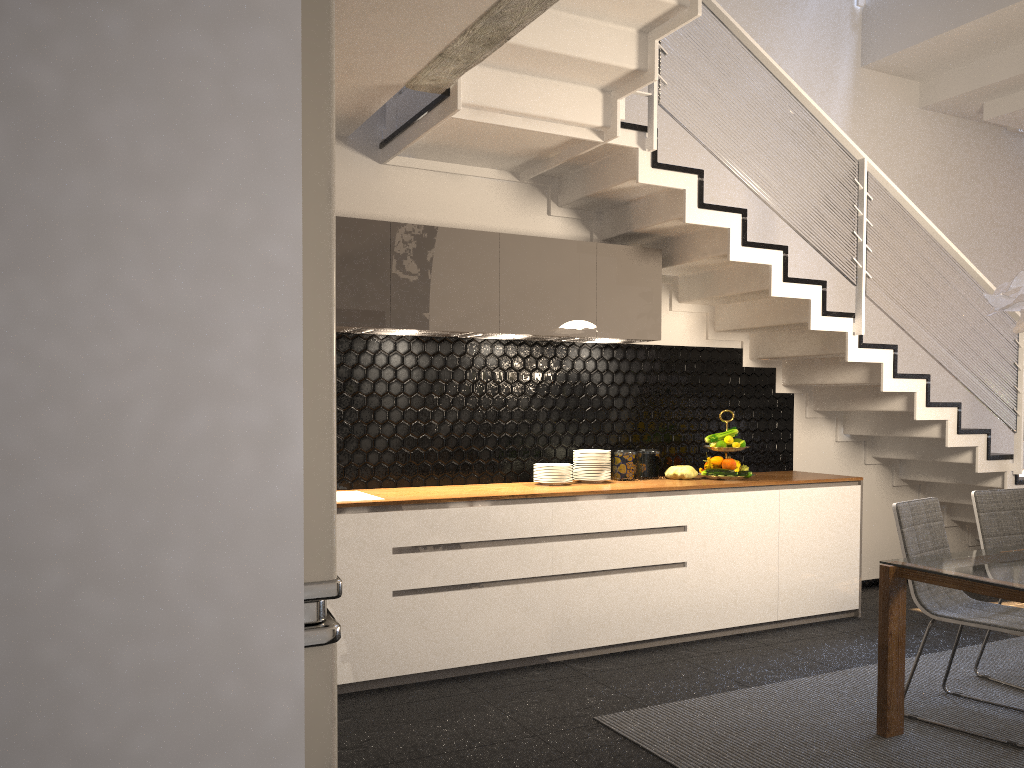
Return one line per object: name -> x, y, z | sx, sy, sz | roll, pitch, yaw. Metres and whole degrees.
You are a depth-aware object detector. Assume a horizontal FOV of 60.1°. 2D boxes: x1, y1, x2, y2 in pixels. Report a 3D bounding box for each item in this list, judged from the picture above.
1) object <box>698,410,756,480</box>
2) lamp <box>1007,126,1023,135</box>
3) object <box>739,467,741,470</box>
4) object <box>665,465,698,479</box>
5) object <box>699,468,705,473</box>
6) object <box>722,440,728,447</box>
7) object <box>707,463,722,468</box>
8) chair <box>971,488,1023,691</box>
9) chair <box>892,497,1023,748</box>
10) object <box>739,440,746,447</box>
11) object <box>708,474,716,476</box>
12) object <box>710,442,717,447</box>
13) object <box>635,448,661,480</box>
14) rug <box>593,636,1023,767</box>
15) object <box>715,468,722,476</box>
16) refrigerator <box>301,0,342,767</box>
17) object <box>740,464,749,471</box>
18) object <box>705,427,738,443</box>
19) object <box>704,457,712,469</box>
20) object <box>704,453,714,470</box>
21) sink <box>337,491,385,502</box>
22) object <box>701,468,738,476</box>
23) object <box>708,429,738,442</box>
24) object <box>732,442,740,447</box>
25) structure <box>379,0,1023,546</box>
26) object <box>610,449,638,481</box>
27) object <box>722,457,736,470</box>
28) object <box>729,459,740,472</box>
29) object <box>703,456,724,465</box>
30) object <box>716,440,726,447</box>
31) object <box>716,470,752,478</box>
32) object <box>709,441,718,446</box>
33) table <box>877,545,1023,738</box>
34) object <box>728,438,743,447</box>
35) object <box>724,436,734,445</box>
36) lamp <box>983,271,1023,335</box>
object -> 1.313, 0.369, 5.424 | 0.352, 0.426, 0.351 | 0, 1, -33
lamp -> 4.262, -2.035, 7.043 | 0.645, 0.066, 0.253 | 1, -1, -27
object -> 1.376, 0.536, 5.469 | 0.085, 0.057, 0.088 | 0, 0, 13
object -> 1.029, 0.536, 5.390 | 0.197, 0.083, 0.189 | 0, -1, -18
object -> 1.199, 0.543, 5.452 | 0.090, 0.051, 0.068 | 0, 0, 29
object -> 1.303, 0.380, 5.479 | 0.063, 0.061, 0.066 | 0, 0, -19
object -> 1.248, 0.497, 5.459 | 0.089, 0.078, 0.087 | 0, 0, 8
chair -> 2.595, 0.989, 4.255 | 0.475, 0.921, 0.601 | 0, 1, -25
chair -> 1.995, 0.977, 3.786 | 0.475, 0.921, 0.601 | -1, 1, -41
object -> 1.387, 0.368, 5.365 | 0.058, 0.054, 0.060 | 0, 0, 7
object -> 1.201, 0.547, 5.322 | 0.042, 0.020, 0.043 | 0, -1, 25
object -> 1.231, 0.377, 5.387 | 0.052, 0.050, 0.049 | 0, 0, -9
object -> 0.824, 0.489, 5.418 | 0.172, 0.185, 0.172 | 1, 1, 40
rug -> 2.526, 1.429, 3.571 | 3.685, 0.006, 2.370 | 1, -1, -27
object -> 1.267, 0.550, 5.469 | 0.071, 0.065, 0.069 | 0, 0, 2
refrigerator -> -0.588, 0.511, 0.891 | 0.769, 1.714, 0.828 | -1, 2, -27
object -> 1.425, 0.532, 5.447 | 0.076, 0.072, 0.151 | 0, -1, 11
object -> 1.292, 0.314, 5.443 | 0.211, 0.101, 0.067 | 0, 1, -12
object -> 1.262, 0.510, 5.543 | 0.111, 0.111, 0.113 | 0, 0, 39
object -> 1.200, 0.474, 5.374 | 0.061, 0.120, 0.125 | 0, 0, 5
sink -> -1.038, 0.467, 4.259 | 0.723, 0.449, 0.489 | 0, 0, -27
object -> 1.253, 0.531, 5.342 | 0.217, 0.044, 0.054 | 0, 0, 20
object -> 1.287, 0.315, 5.385 | 0.181, 0.082, 0.056 | 0, 1, 2
object -> 1.349, 0.370, 5.325 | 0.048, 0.041, 0.045 | 0, 0, 23
structure -> 1.433, -2.732, 3.396 | 8.458, 8.323, 4.229 | 0, 1, -27
object -> 0.670, 0.486, 5.320 | 0.172, 0.185, 0.172 | 0, 1, 22
object -> 1.315, 0.485, 5.360 | 0.085, 0.093, 0.087 | 0, 1, -23
object -> 1.347, 0.496, 5.364 | 0.079, 0.076, 0.154 | 0, -1, 8
object -> 1.228, 0.467, 5.375 | 0.127, 0.056, 0.059 | 1, 0, -26
object -> 1.268, 0.371, 5.361 | 0.062, 0.060, 0.065 | 0, 0, -31
object -> 1.347, 0.541, 5.352 | 0.239, 0.048, 0.061 | -1, -1, 44
object -> 1.261, 0.380, 5.429 | 0.100, 0.062, 0.075 | 0, 0, 44
table -> 2.510, 1.075, 3.556 | 1.799, 0.715, 0.996 | 1, 0, -27
object -> 1.375, 0.373, 5.440 | 0.096, 0.078, 0.101 | 0, 0, -32
object -> 1.316, 0.341, 5.371 | 0.071, 0.058, 0.068 | 0, 0, -28
lamp -> 2.534, -2.620, 3.441 | 1.062, 5.221, 1.116 | 0, 2, -16
